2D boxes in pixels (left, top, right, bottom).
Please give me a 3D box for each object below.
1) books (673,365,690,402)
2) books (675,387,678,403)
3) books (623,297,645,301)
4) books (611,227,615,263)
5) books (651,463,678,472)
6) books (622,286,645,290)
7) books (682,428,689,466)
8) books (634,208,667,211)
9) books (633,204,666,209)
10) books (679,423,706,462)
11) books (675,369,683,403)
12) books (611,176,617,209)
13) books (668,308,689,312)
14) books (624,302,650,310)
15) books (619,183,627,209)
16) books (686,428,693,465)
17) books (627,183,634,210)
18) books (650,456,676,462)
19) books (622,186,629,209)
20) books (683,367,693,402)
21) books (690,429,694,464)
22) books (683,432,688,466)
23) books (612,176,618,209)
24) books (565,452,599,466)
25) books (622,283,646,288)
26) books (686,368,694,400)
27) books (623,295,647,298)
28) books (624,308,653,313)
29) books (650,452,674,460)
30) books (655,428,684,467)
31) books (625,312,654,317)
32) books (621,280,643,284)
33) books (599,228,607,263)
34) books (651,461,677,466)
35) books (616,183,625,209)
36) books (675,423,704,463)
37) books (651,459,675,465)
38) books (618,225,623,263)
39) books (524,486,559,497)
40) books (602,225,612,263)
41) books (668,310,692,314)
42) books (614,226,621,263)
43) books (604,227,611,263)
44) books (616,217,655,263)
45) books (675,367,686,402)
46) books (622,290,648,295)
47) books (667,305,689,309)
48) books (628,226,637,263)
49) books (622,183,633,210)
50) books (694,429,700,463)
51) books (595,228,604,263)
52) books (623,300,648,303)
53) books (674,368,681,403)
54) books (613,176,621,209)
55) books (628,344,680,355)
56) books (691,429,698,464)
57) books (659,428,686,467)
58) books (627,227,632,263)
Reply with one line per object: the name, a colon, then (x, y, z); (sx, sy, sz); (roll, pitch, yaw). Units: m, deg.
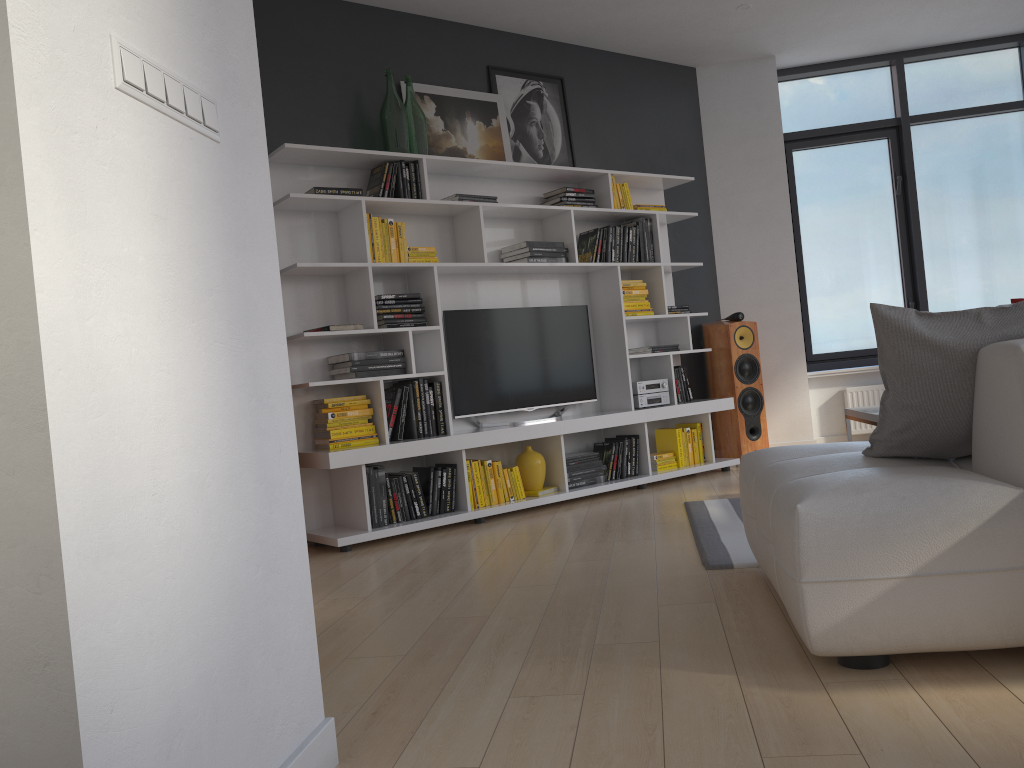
books: (1.129, 0.004, 6.142); (0.066, 0.255, 0.193); (-6, 0, -37)
books: (1.039, 0.005, 6.084); (0.053, 0.268, 0.202); (-6, 0, -37)
books: (0.766, -0.559, 5.956); (0.217, 0.023, 0.145); (-6, 0, -32)
books: (0.608, -0.894, 5.835); (0.068, 0.243, 0.179); (-6, 0, -38)
books: (0.980, 0.551, 5.892); (0.190, 0.033, 0.147); (-6, 0, -36)
books: (0.761, -0.632, 5.979); (0.227, 0.022, 0.160); (-6, 0, -21)
books: (1.117, 0.427, 6.011); (0.019, 0.251, 0.180); (-6, 0, -36)
books: (0.898, -1.169, 6.069); (0.257, 0.028, 0.194); (-6, 0, -31)
books: (0.888, -1.194, 6.074); (0.257, 0.024, 0.203); (-6, 0, -33)
books: (1.237, 0.405, 6.119); (0.025, 0.270, 0.213); (-6, 0, -36)
books: (1.092, 0.017, 6.109); (0.049, 0.236, 0.170); (-6, 0, -36)
books: (0.609, -1.241, 5.810); (0.041, 0.229, 0.161); (-6, 0, -37)
books: (1.106, -0.504, 6.142); (0.198, 0.015, 0.142); (-6, 0, -38)
books: (0.776, -0.514, 5.968); (0.243, 0.042, 0.189); (-6, 0, -36)
books: (0.696, -1.224, 5.870); (0.044, 0.178, 0.128); (-6, 0, -37)
books: (1.140, 0.425, 6.026); (0.035, 0.250, 0.185); (-6, 0, -36)
books: (0.741, -1.232, 5.918); (0.044, 0.184, 0.142); (-6, 0, -35)
books: (0.976, 0.499, 5.893); (0.187, 0.014, 0.134); (-6, 0, -36)
books: (0.718, -1.217, 5.872); (0.046, 0.161, 0.108); (-6, 0, -37)
books: (1.159, 0.007, 6.153); (0.066, 0.242, 0.177); (-6, 0, -37)
books: (1.163, 0.428, 6.045); (0.023, 0.239, 0.169); (-6, 0, -36)
books: (1.112, 0.440, 5.984); (0.024, 0.229, 0.156); (-6, 0, -37)
books: (0.616, -1.240, 5.839); (0.041, 0.224, 0.163); (-6, 0, -38)
books: (0.348, 0.469, 5.509); (0.310, 0.047, 0.250); (-6, 0, -41)
books: (0.767, -0.656, 5.981); (0.223, 0.023, 0.163); (-6, 0, -32)
books: (1.167, 0.010, 6.199); (0.077, 0.233, 0.179); (-6, 0, -36)
books: (0.763, -0.579, 5.977); (0.239, 0.019, 0.171); (-6, 0, -36)
books: (0.782, -0.481, 5.963); (0.257, 0.024, 0.203); (-6, 0, -33)
books: (0.964, 0.480, 5.901); (0.186, 0.026, 0.138); (-6, 0, -36)
books: (1.060, 0.430, 5.970); (0.044, 0.255, 0.198); (-6, 0, -36)
books: (0.792, -0.456, 5.958); (0.257, 0.028, 0.194); (-6, 0, -31)
books: (0.744, -0.678, 5.994); (0.223, 0.023, 0.163); (-6, 0, -32)
books: (0.545, -0.884, 5.779); (0.081, 0.233, 0.169); (-6, 0, -37)
books: (0.976, 0.528, 5.896); (0.196, 0.011, 0.148); (-6, 0, -36)
books: (0.675, -1.223, 5.864); (0.054, 0.180, 0.132); (-6, 0, -36)
books: (1.221, 0.407, 6.096); (0.029, 0.270, 0.204); (-6, 0, -36)
books: (0.982, 0.514, 5.877); (0.169, 0.018, 0.113); (-6, 0, -35)
books: (0.660, -0.909, 5.881); (0.066, 0.260, 0.197); (-6, 0, -36)
books: (0.111, 0.640, 5.277); (0.270, 0.029, 0.204); (-6, 0, 39)
books: (0.582, -0.898, 5.824); (0.075, 0.254, 0.192); (-6, 0, -37)
books: (1.110, -0.486, 6.140); (0.213, 0.023, 0.161); (-6, 0, -33)
books: (0.634, -0.902, 5.860); (0.084, 0.249, 0.191); (-6, 0, -36)
books: (0.580, -0.891, 5.789); (0.069, 0.242, 0.172); (-6, 0, -35)
books: (0.836, -0.952, 6.044); (0.128, 0.321, 0.259); (-6, 0, -36)
books: (1.113, 0.011, 6.116); (0.050, 0.242, 0.169); (-6, 0, -37)
books: (0.770, -0.605, 5.981); (0.239, 0.033, 0.176); (-6, 0, -33)
books: (1.097, -0.523, 6.155); (0.213, 0.023, 0.161); (-6, 0, -33)
books: (0.750, -0.913, 5.943); (0.084, 0.249, 0.191); (-6, 0, -36)
books: (0.727, -1.230, 5.898); (0.064, 0.184, 0.141); (-6, 0, -35)
books: (1.203, 0.426, 6.075); (0.024, 0.234, 0.172); (-6, 0, -36)
books: (0.511, -0.880, 5.771); (0.096, 0.234, 0.187); (-6, 0, -36)
books: (0.763, -0.541, 5.977); (0.251, 0.014, 0.189); (-6, 0, -33)
books: (1.068, 0.018, 6.100); (0.053, 0.240, 0.189); (-6, 0, -36)
books: (0.635, -1.241, 5.864); (0.054, 0.224, 0.164); (-6, 0, -37)
books: (0.953, -0.230, 6.064); (0.310, 0.047, 0.250); (-6, 0, -41)
books: (1.184, 0.428, 6.056); (0.024, 0.234, 0.172); (-6, 0, -36)
books: (1.083, 0.426, 5.990); (0.015, 0.263, 0.199); (-6, 0, -36)
books: (0.727, -0.908, 5.911); (0.071, 0.243, 0.179); (-6, 0, -37)
